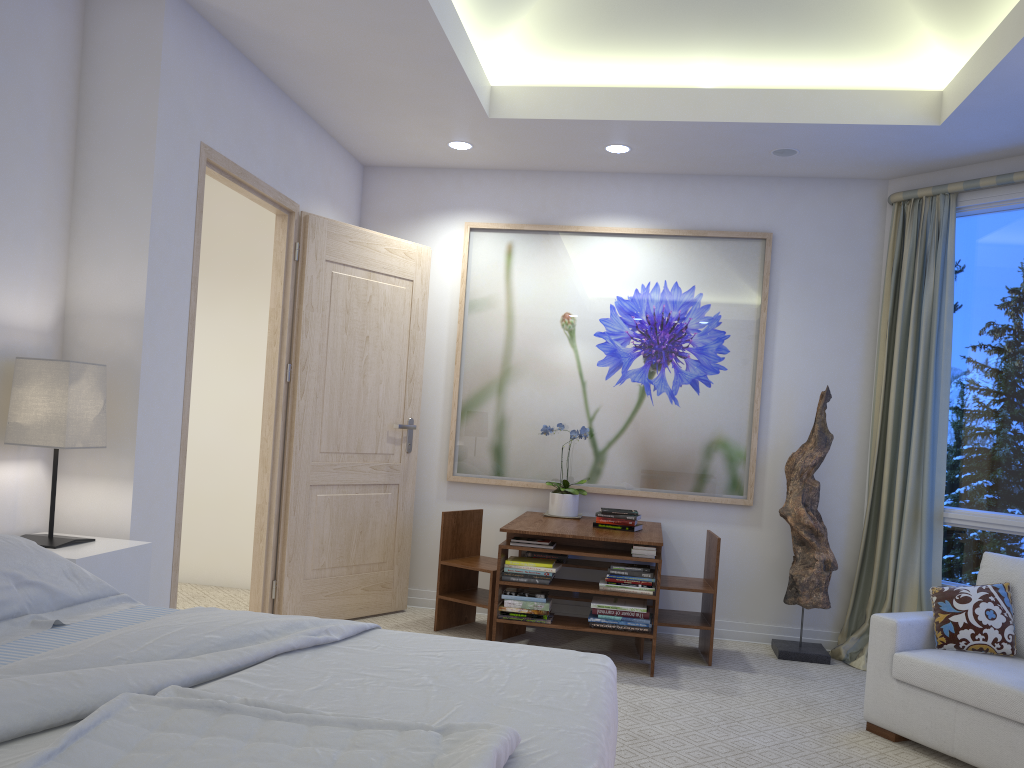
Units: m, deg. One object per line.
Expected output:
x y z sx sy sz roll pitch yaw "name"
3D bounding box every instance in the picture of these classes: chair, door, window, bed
-0.142 0.972 4.552 0.339 0.610 0.341 4 0 34 "chair"
-1.019 0.169 4.183 0.360 2.056 1.786 4 -1 26 "door"
1.838 1.005 3.198 0.688 0.706 0.805 4 -1 -26 "chair"
1.870 -0.079 1.247 0.813 2.025 6.853 4 -2 9 "window"
-0.824 0.696 1.694 2.018 0.815 1.971 4 -2 8 "bed"
0.811 1.032 4.378 0.340 0.610 0.340 4 0 4 "chair"

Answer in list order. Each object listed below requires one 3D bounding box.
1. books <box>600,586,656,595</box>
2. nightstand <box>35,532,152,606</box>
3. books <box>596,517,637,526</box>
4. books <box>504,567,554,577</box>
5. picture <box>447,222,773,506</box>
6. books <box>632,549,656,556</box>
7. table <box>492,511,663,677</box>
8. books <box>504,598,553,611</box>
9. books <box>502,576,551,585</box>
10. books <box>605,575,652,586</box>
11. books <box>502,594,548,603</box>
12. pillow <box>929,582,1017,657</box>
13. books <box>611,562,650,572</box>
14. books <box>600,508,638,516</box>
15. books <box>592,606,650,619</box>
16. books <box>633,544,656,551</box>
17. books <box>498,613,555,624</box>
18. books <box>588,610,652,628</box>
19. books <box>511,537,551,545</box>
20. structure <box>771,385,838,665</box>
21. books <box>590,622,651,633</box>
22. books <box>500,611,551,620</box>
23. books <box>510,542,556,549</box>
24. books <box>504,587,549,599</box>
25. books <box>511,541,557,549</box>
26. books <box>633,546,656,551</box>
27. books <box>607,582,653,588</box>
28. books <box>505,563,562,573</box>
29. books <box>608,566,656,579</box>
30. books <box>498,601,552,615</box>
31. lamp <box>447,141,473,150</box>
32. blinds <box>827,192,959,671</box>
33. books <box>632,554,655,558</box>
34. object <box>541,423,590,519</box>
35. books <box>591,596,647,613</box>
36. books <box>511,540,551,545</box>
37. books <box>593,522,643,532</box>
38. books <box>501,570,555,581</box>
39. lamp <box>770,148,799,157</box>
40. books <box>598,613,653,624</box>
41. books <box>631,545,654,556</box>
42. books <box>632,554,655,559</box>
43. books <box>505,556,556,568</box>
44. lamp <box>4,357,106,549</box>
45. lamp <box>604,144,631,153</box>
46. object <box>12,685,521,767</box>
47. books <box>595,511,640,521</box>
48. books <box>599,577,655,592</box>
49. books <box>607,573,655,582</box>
0.533 0.935 4.068 0.239 0.017 0.173 3 -3 14 "books"
-1.624 0.750 1.750 0.400 0.600 2.553 4 -2 9 "nightstand"
0.520 0.675 4.384 0.190 0.031 0.132 3 -2 14 "books"
0.085 0.865 4.128 0.222 0.020 0.154 4 -2 9 "books"
0.513 -0.129 4.872 1.679 1.461 0.030 4 1 9 "picture"
0.602 0.758 4.043 0.108 0.020 0.151 4 -2 9 "books"
0.357 1.008 4.443 0.740 0.600 0.901 4 -2 9 "table"
0.078 1.013 4.107 0.208 0.036 0.144 4 -2 9 "books"
0.073 0.903 4.125 0.217 0.020 0.157 4 -2 9 "books"
0.536 0.896 4.061 0.209 0.015 0.146 4 -2 9 "books"
0.062 0.986 4.112 0.205 0.019 0.119 4 -2 9 "books"
1.745 0.877 3.357 0.284 0.272 0.187 4 -1 18 "pillow"
0.544 0.840 4.063 0.177 0.017 0.113 4 -2 9 "books"
0.530 0.632 4.380 0.180 0.019 0.125 4 -2 4 "books"
0.502 1.039 4.073 0.256 0.033 0.156 4 -2 9 "books"
0.605 0.740 4.037 0.103 0.013 0.143 4 -3 9 "books"
0.069 1.078 4.119 0.242 0.019 0.169 4 -2 9 "books"
0.498 1.077 4.068 0.284 0.018 0.182 4 -3 9 "books"
0.090 0.731 4.130 0.177 0.009 0.113 4 -3 9 "books"
1.519 0.698 4.529 0.305 1.394 0.264 4 0 10 "structure"
0.502 1.100 4.080 0.276 0.032 0.192 4 -2 9 "books"
0.065 1.059 4.116 0.217 0.021 0.157 4 -2 9 "books"
0.101 0.743 4.123 0.201 0.014 0.136 4 -2 9 "books"
0.069 0.970 4.110 0.198 0.017 0.114 4 -2 9 "books"
0.100 0.743 4.123 0.201 0.015 0.140 4 -2 9 "books"
0.605 0.740 4.037 0.100 0.012 0.140 4 -3 9 "books"
0.541 0.909 4.058 0.205 0.011 0.148 4 -3 9 "books"
0.102 0.848 4.135 0.239 0.019 0.173 3 -3 14 "books"
0.549 0.861 4.064 0.205 0.026 0.125 3 -2 14 "books"
0.064 1.039 4.110 0.233 0.023 0.141 4 -2 9 "books"
-0.269 -1.229 4.586 0.137 0.014 0.137 5 -3 -19 "lamp"
1.899 0.226 4.416 0.295 2.375 0.641 4 1 -40 "blinds"
0.600 0.775 4.038 0.101 0.012 0.140 4 -3 9 "books"
0.276 0.464 4.781 0.305 0.504 0.216 4 0 9 "object"
0.493 1.014 4.073 0.249 0.022 0.180 4 -2 9 "books"
0.091 0.731 4.130 0.174 0.008 0.111 4 -3 9 "books"
0.526 0.703 4.391 0.212 0.027 0.154 3 -3 24 "books"
0.078 0.884 4.123 0.234 0.019 0.143 4 -2 9 "books"
1.335 -1.127 4.334 0.137 0.014 0.137 5 -3 -19 "lamp"
0.523 1.063 4.061 0.234 0.018 0.169 3 -3 14 "books"
0.602 0.758 4.042 0.111 0.022 0.153 4 -2 9 "books"
0.600 0.775 4.037 0.103 0.013 0.143 4 -3 9 "books"
0.089 0.830 4.130 0.217 0.019 0.157 4 -2 9 "books"
-1.457 0.216 2.832 0.210 0.583 0.210 4 0 9 "lamp"
0.532 -1.178 4.461 0.137 0.014 0.137 5 -3 -19 "lamp"
-0.367 0.753 1.157 0.718 0.466 0.914 4 -2 5 "object"
0.527 0.651 4.382 0.205 0.020 0.125 3 -3 19 "books"
0.531 0.921 4.073 0.249 0.015 0.180 4 -3 9 "books"
0.547 0.882 4.063 0.217 0.017 0.137 4 -2 9 "books"
